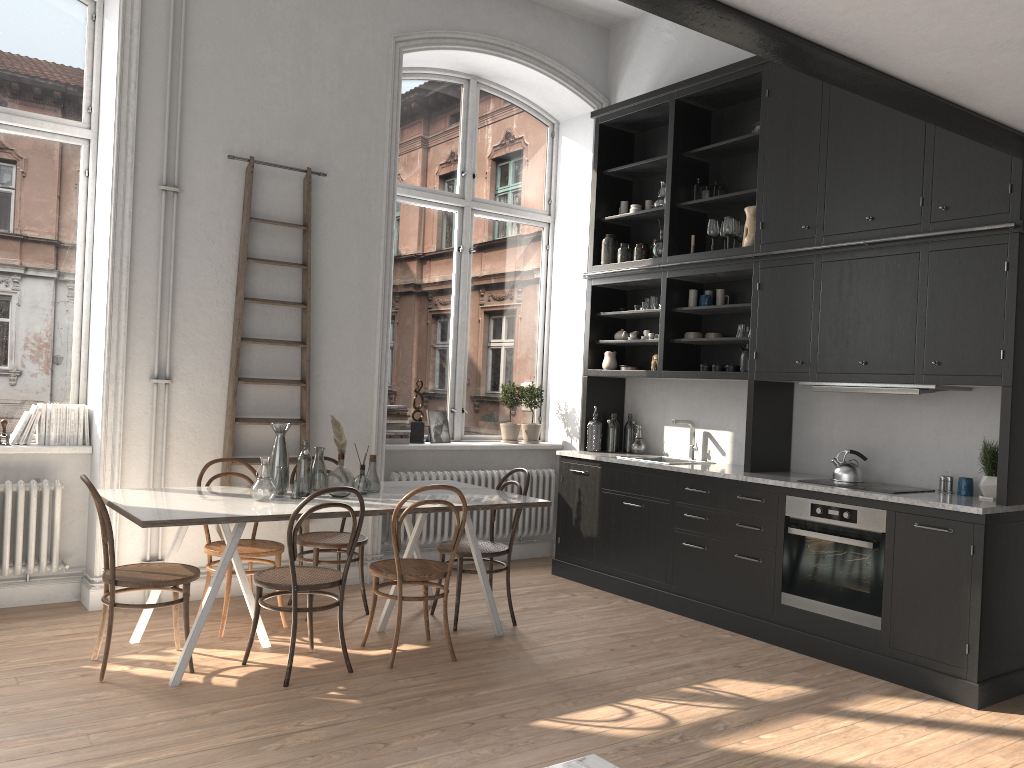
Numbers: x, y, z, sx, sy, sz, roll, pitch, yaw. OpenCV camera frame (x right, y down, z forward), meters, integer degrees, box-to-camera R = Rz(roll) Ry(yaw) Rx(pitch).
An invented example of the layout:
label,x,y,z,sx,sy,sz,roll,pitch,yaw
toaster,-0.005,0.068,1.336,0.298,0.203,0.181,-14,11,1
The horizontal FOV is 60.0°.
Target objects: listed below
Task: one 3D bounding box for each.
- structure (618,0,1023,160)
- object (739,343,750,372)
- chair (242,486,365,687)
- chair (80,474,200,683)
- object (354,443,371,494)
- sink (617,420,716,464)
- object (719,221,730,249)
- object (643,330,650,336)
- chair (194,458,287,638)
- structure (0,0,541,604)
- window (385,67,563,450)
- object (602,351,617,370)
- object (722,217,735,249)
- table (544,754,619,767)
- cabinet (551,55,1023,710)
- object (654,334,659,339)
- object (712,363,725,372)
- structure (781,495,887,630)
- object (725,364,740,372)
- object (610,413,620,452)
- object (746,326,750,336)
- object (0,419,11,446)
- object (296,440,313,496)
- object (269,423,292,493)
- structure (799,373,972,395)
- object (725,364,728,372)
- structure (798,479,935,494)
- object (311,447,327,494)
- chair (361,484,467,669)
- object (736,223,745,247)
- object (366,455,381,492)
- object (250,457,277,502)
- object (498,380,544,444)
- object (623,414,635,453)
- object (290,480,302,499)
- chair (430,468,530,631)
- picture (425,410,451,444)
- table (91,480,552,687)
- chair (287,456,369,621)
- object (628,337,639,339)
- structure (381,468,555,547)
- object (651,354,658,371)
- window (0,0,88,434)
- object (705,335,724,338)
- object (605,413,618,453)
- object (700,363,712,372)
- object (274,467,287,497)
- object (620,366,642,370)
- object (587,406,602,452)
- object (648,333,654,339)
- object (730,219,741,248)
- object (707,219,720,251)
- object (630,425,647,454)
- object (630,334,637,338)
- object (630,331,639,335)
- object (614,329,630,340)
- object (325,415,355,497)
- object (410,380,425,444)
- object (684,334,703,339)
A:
label,x,y,z,sx,sy,sz,roll,pitch,yaw
structure,1.805,-1.555,0.856,5.928,1.213,4.157,3,0,-36
object,1.550,-0.167,5.754,0.124,0.192,0.129,3,0,-8
chair,-1.002,0.927,4.295,0.438,0.920,0.549,2,0,-40
chair,-1.779,0.891,4.239,0.549,0.920,0.438,3,0,-27
object,-0.838,0.474,4.970,0.107,0.283,0.106,2,0,-41
sink,1.108,0.505,6.280,0.514,0.504,0.526,3,0,-36
object,1.444,-0.987,6.006,0.083,0.221,0.083,2,0,-44
object,1.001,-0.372,6.594,0.039,0.055,0.049,3,0,-15
chair,-1.545,0.905,5.061,0.438,0.920,0.549,2,0,-38
structure,-1.689,-0.877,5.794,5.183,4.474,0.340,3,0,-36
window,3.152,-5.155,13.304,14.387,15.936,26.392,3,0,-36
object,0.757,-0.176,6.821,0.115,0.144,0.127,3,0,33
object,1.429,-0.989,5.854,0.083,0.221,0.083,3,0,11
table,0.127,1.230,1.905,0.849,0.392,0.849,3,0,-36
cabinet,1.567,-0.283,5.639,0.635,3.583,3.250,2,0,-36
object,1.076,-0.342,6.523,0.049,0.041,0.056,3,0,27
object,1.378,-0.108,5.913,0.104,0.059,0.088,3,0,33
structure,1.964,0.968,5.000,0.618,0.623,0.622,3,0,-36
object,1.453,-0.105,5.844,0.104,0.059,0.088,3,0,-27
object,0.800,0.377,6.945,0.086,0.301,0.086,3,0,-21
object,1.592,-0.343,5.977,0.058,0.094,0.058,3,0,31
object,-2.950,0.280,5.151,0.088,0.153,0.048,3,0,24
object,-1.119,0.451,4.780,0.086,0.301,0.086,3,0,40
object,-1.262,0.404,4.813,0.116,0.383,0.116,3,0,-25
structure,2.116,-0.004,5.081,0.379,0.123,0.843,3,0,-36
object,1.464,-0.104,6.030,0.088,0.059,0.104,3,0,-7
structure,1.987,0.574,5.003,0.427,0.011,0.592,3,0,-36
object,-1.070,0.477,4.905,0.100,0.255,0.098,3,0,31
chair,-0.507,0.951,4.608,0.438,0.920,0.549,3,0,-25
object,1.564,-0.982,6.055,0.083,0.221,0.083,3,0,-4
object,-0.802,0.512,5.091,0.101,0.212,0.101,3,0,4
object,-1.263,0.485,4.519,0.132,0.219,0.132,3,0,44
object,0.072,0.232,7.397,0.234,0.524,0.500,3,0,44
object,0.914,0.382,6.896,0.086,0.301,0.086,3,0,10
object,-1.131,0.554,4.657,0.058,0.094,0.058,3,0,-8
chair,-0.186,0.968,5.360,0.549,0.920,0.438,3,0,-23
picture,-0.603,0.336,6.963,0.149,0.264,0.221,3,0,38
table,-1.005,0.998,4.829,2.200,0.780,1.100,3,0,-36
chair,-1.126,0.926,5.460,0.438,0.920,0.549,3,0,-29
object,0.919,-0.344,6.721,0.085,0.017,0.085,3,0,-40
structure,-0.318,0.946,6.940,1.577,0.552,0.194,3,0,-36
object,1.042,-0.154,6.396,0.069,0.123,0.173,3,0,-4
window,-3.367,-1.133,5.080,1.623,2.843,0.013,3,0,-36
object,1.413,-0.321,6.198,0.132,0.038,0.132,3,0,12
object,0.768,0.376,6.825,0.086,0.301,0.086,3,0,40
object,1.318,-0.111,6.009,0.104,0.059,0.088,3,0,43
object,-1.235,0.518,4.698,0.083,0.158,0.083,2,0,-40
object,0.903,-0.115,6.734,0.180,0.037,0.180,2,0,39
object,0.636,0.343,6.808,0.109,0.349,0.109,3,0,35
object,1.021,-0.347,6.529,0.049,0.054,0.039,3,0,-10
object,1.492,-0.985,5.939,0.083,0.221,0.083,2,0,-37
object,1.350,-0.992,5.959,0.083,0.221,0.083,3,0,-4
object,0.969,0.423,6.782,0.132,0.219,0.120,3,0,-36
object,0.920,-0.358,6.719,0.055,0.033,0.058,3,0,29
object,0.921,-0.378,6.719,0.055,0.047,0.058,3,0,-21
object,0.852,-0.376,6.863,0.125,0.100,0.140,3,0,36
object,-0.925,0.388,4.808,0.157,0.446,0.157,3,0,-18
object,-0.725,0.211,6.819,0.122,0.488,0.102,3,0,-11
object,-1.380,0.450,5.066,5.828,1.842,0.792,3,0,-31
